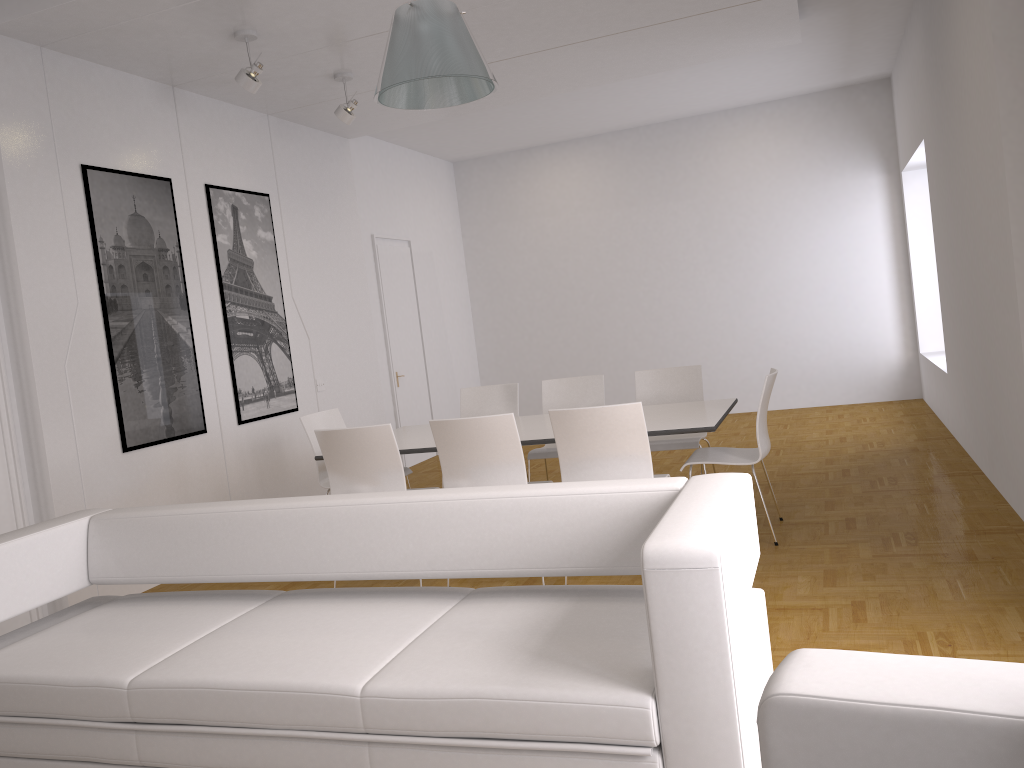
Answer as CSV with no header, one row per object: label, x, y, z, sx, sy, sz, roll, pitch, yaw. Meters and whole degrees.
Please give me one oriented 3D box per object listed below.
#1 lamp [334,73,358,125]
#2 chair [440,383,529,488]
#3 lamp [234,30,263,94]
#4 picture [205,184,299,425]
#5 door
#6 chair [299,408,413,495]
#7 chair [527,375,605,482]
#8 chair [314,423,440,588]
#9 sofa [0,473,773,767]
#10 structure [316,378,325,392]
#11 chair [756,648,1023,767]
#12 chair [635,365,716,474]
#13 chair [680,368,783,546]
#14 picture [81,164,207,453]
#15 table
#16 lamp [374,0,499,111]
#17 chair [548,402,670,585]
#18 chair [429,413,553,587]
lamp,-1.232,-2.078,6.499,0.167,0.364,0.173,-9,3,-27
chair,-0.198,0.500,6.521,0.560,0.930,0.576,-6,3,20
lamp,-1.619,-1.954,5.413,0.167,0.364,0.173,-9,3,-27
picture,-1.990,-0.619,6.868,0.016,1.778,0.788,-6,3,20
door,-1.147,-0.366,9.576,0.132,2.450,0.873,-6,3,20
chair,-1.033,0.634,5.982,0.575,0.930,0.562,-6,3,20
chair,0.419,0.439,6.295,0.560,0.930,0.576,-6,3,20
chair,-0.732,0.667,5.065,0.560,0.930,0.576,-6,3,20
sofa,-0.591,0.838,2.746,2.621,0.848,0.824,-6,4,20
structure,-1.648,0.007,7.635,0.013,0.104,0.114,-6,4,20
chair,0.525,0.794,0.736,0.800,0.910,1.098,-5,4,30
chair,1.074,0.375,6.055,0.560,0.930,0.576,-6,3,20
chair,1.292,0.412,5.131,0.575,0.930,0.562,-6,3,20
picture,-2.374,-0.497,5.797,0.013,1.778,0.788,-6,3,20
table,0.168,0.622,5.571,2.409,0.721,1.213,-6,4,20
lamp,-0.356,-1.691,3.250,0.464,1.248,0.465,-6,3,19
chair,0.540,0.542,4.598,0.560,0.930,0.576,-6,3,20
chair,-0.077,0.603,4.824,0.560,0.930,0.576,-6,3,20
